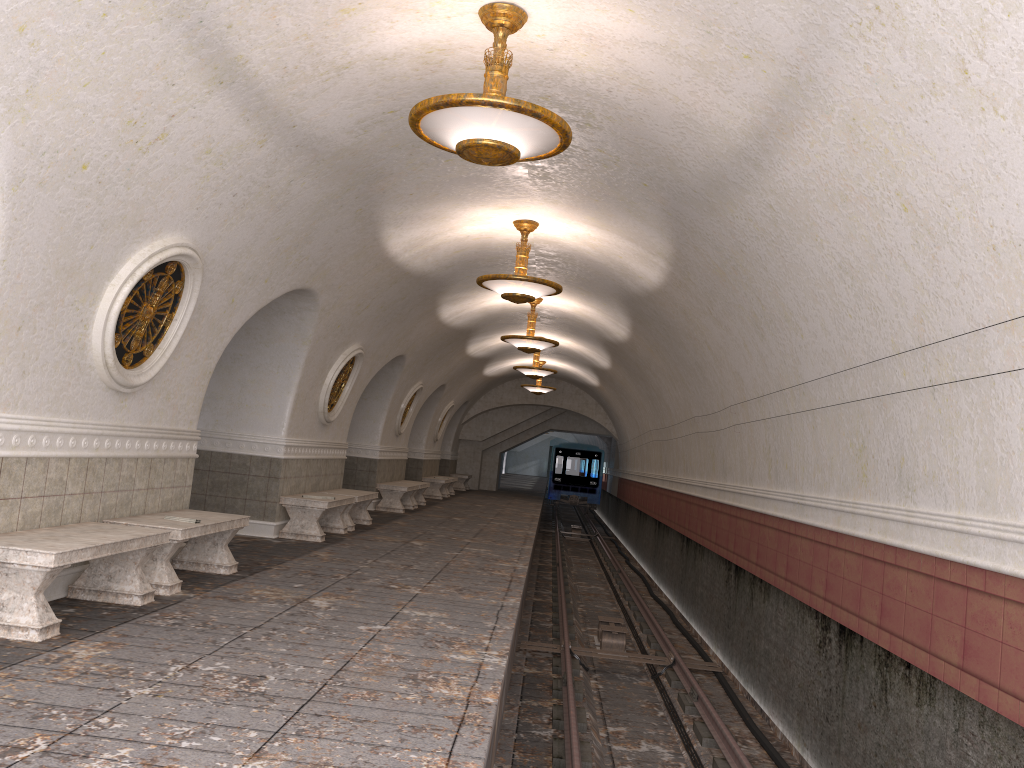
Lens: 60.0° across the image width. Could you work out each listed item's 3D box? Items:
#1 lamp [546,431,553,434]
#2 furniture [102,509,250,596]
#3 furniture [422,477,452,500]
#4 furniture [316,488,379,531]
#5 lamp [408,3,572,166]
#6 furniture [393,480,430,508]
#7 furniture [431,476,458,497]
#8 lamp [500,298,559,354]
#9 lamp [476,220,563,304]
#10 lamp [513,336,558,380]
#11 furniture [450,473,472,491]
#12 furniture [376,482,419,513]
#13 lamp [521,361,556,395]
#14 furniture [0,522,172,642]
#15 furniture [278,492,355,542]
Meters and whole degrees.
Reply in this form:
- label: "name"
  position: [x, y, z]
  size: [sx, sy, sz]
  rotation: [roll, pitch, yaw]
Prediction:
- label: "lamp"
  position: [2.416, 2.993, 61.306]
  size: [1.008, 0.955, 1.008]
  rotation: [7, -5, -11]
- label: "furniture"
  position: [-2.747, 1.360, 7.328]
  size: [0.613, 0.508, 1.509]
  rotation: [6, -5, 3]
- label: "furniture"
  position: [-2.013, 2.758, 23.562]
  size: [0.613, 0.508, 1.509]
  rotation: [6, -5, 3]
- label: "furniture"
  position: [-2.477, 1.875, 13.309]
  size: [0.613, 0.508, 1.509]
  rotation: [6, -5, 3]
- label: "lamp"
  position: [-0.105, -1.817, 5.471]
  size: [1.008, 0.955, 1.008]
  rotation: [7, -5, -13]
- label: "furniture"
  position: [-2.206, 2.391, 19.301]
  size: [0.613, 0.508, 1.509]
  rotation: [6, -5, 3]
- label: "furniture"
  position: [-1.938, 2.903, 25.236]
  size: [0.613, 0.508, 1.509]
  rotation: [6, -5, 3]
- label: "lamp"
  position: [0.330, -0.986, 15.118]
  size: [1.008, 0.955, 1.008]
  rotation: [4, -5, 19]
- label: "lamp"
  position: [0.113, -1.400, 10.311]
  size: [1.008, 0.955, 1.008]
  rotation: [7, -5, -13]
- label: "lamp"
  position: [0.547, -0.572, 19.923]
  size: [1.008, 0.955, 1.008]
  rotation: [4, -5, 19]
- label: "furniture"
  position: [-1.730, 3.299, 29.835]
  size: [0.613, 0.508, 1.509]
  rotation: [6, -5, 3]
- label: "furniture"
  position: [-2.281, 2.247, 17.628]
  size: [0.613, 0.508, 1.509]
  rotation: [6, -5, 3]
- label: "lamp"
  position: [0.764, -0.158, 24.730]
  size: [1.008, 0.955, 1.008]
  rotation: [10, -6, -41]
- label: "furniture"
  position: [-2.822, 1.216, 5.654]
  size: [0.613, 0.508, 1.509]
  rotation: [6, -5, 3]
- label: "furniture"
  position: [-2.552, 1.731, 11.635]
  size: [0.613, 0.508, 1.509]
  rotation: [6, -5, 3]
